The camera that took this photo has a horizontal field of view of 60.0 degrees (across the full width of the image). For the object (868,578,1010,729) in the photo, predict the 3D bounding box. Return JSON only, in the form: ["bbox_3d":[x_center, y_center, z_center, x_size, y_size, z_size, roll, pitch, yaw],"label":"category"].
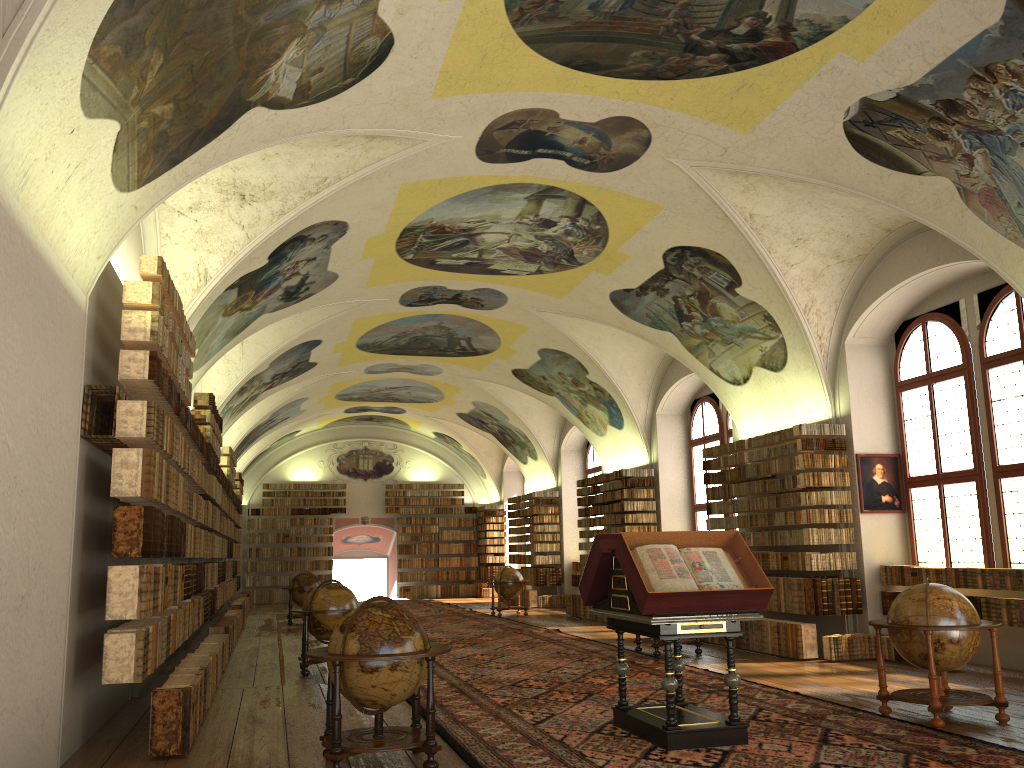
[{"bbox_3d":[4.466,2.781,9.347,1.279,1.444,1.283,-5,-11,22],"label":"object"}]

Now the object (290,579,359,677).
[{"bbox_3d":[-2.909,3.868,14.215,1.279,1.444,1.283,-5,-11,22],"label":"object"}]

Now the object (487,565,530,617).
[{"bbox_3d":[-0.092,6.081,26.125,1.280,1.444,1.282,-6,-11,27],"label":"object"}]

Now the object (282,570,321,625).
[{"bbox_3d":[-5.744,5.915,24.625,1.280,1.444,1.282,-6,-11,27],"label":"object"}]

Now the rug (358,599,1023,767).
[{"bbox_3d":[-0.845,5.264,18.165,4.704,0.064,37.027,2,-11,-15],"label":"rug"}]

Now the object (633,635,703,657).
[{"bbox_3d":[2.734,4.036,15.725,1.281,1.444,1.281,-9,-13,37],"label":"object"}]

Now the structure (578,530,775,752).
[{"bbox_3d":[1.571,2.469,8.787,1.245,1.974,1.897,1,-11,-15],"label":"structure"}]

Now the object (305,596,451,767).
[{"bbox_3d":[-1.176,2.614,7.838,1.281,1.444,1.281,-9,-13,37],"label":"object"}]
